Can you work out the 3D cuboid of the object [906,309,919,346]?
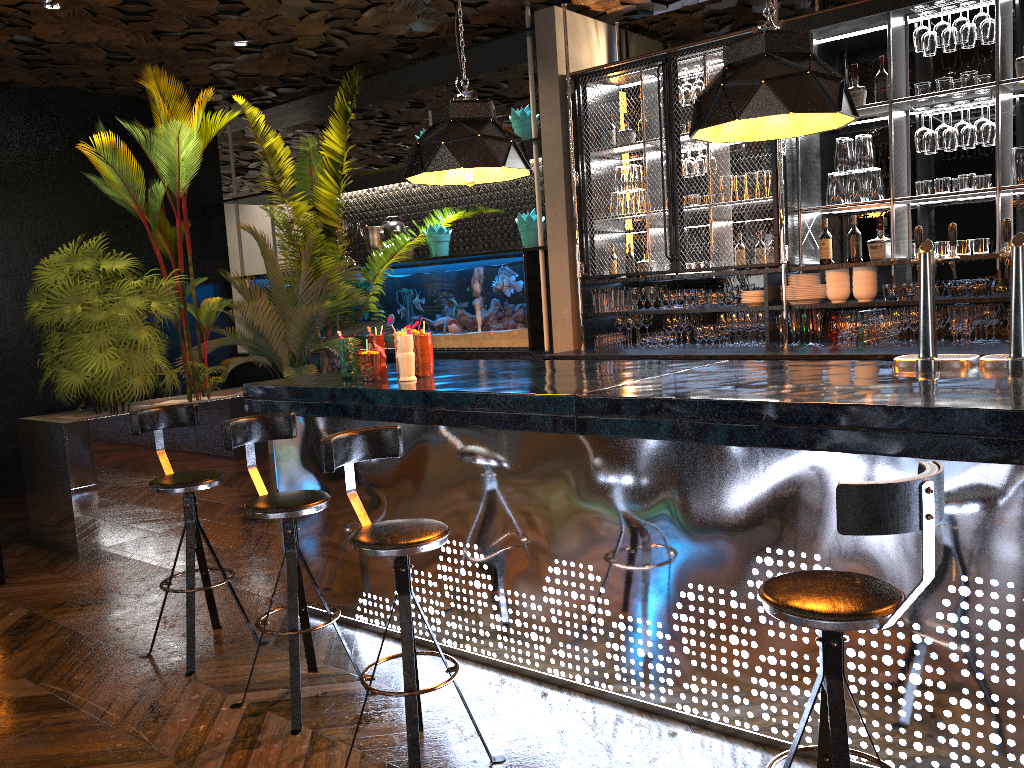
[{"bbox_3d":[2.376,-0.335,5.241,0.084,0.216,0.084,-8,7,-35],"label":"object"}]

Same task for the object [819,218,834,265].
[{"bbox_3d":[2.026,-0.917,5.724,0.086,0.299,0.086,-4,6,-1],"label":"object"}]

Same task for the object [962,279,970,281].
[{"bbox_3d":[2.704,-0.575,5.290,0.093,0.099,0.093,2,8,41],"label":"object"}]

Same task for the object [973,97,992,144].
[{"bbox_3d":[2.648,-1.482,4.995,0.092,0.244,0.092,-4,6,0],"label":"object"}]

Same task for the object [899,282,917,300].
[{"bbox_3d":[2.365,-0.553,5.294,0.100,0.100,0.089,-5,6,-14],"label":"object"}]

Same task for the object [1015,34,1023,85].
[{"bbox_3d":[2.850,-1.806,4.898,0.123,0.279,0.123,0,7,28],"label":"object"}]

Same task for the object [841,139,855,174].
[{"bbox_3d":[2.147,-1.453,5.665,0.105,0.209,0.105,-4,6,-5],"label":"object"}]

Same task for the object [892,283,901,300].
[{"bbox_3d":[2.333,-0.561,5.395,0.100,0.100,0.089,-2,6,12],"label":"object"}]

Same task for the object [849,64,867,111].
[{"bbox_3d":[2.121,-1.828,5.476,0.123,0.279,0.123,0,7,28],"label":"object"}]

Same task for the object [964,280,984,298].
[{"bbox_3d":[2.619,-0.541,5.026,0.093,0.099,0.093,-7,7,-31],"label":"object"}]

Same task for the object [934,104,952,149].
[{"bbox_3d":[2.492,-1.486,5.123,0.092,0.244,0.092,-4,6,0],"label":"object"}]

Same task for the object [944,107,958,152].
[{"bbox_3d":[2.596,-1.506,5.250,0.092,0.244,0.092,-4,6,0],"label":"object"}]

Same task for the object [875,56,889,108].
[{"bbox_3d":[2.250,-1.839,5.390,0.086,0.299,0.086,-4,6,-1],"label":"object"}]

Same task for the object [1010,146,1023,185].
[{"bbox_3d":[2.830,-1.207,4.927,0.105,0.209,0.105,-4,6,-5],"label":"object"}]

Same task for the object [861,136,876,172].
[{"bbox_3d":[2.231,-1.449,5.581,0.105,0.209,0.105,-4,6,-5],"label":"object"}]

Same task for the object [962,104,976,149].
[{"bbox_3d":[2.672,-1.504,5.187,0.092,0.244,0.092,-4,6,0],"label":"object"}]

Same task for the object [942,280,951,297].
[{"bbox_3d":[2.590,-0.570,5.318,0.109,0.100,0.109,-1,7,23],"label":"object"}]

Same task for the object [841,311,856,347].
[{"bbox_3d":[2.083,-0.341,5.490,0.082,0.213,0.082,-6,6,-21],"label":"object"}]

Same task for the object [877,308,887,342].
[{"bbox_3d":[2.336,-0.372,5.626,0.082,0.213,0.082,1,8,39],"label":"object"}]

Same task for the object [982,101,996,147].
[{"bbox_3d":[2.752,-1.502,5.121,0.092,0.244,0.092,-4,6,0],"label":"object"}]

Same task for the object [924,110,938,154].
[{"bbox_3d":[2.511,-1.508,5.320,0.092,0.244,0.092,-4,6,0],"label":"object"}]

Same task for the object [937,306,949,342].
[{"bbox_3d":[2.618,-0.366,5.392,0.084,0.216,0.084,-7,7,-28],"label":"object"}]

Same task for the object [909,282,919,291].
[{"bbox_3d":[2.442,-0.568,5.387,0.100,0.100,0.089,-5,6,-8],"label":"object"}]

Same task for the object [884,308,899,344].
[{"bbox_3d":[2.353,-0.359,5.497,0.082,0.213,0.082,0,7,27],"label":"object"}]

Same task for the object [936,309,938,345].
[{"bbox_3d":[2.447,-0.334,5.184,0.084,0.216,0.084,-4,6,-8],"label":"object"}]

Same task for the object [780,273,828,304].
[{"bbox_3d":[1.896,-0.620,5.747,0.306,0.195,0.300,2,8,41],"label":"object"}]

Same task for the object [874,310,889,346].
[{"bbox_3d":[2.234,-0.337,5.363,0.082,0.213,0.082,-6,6,-20],"label":"object"}]

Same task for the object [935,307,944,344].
[{"bbox_3d":[2.532,-0.350,5.290,0.084,0.216,0.084,-4,6,-8],"label":"object"}]

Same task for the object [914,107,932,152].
[{"bbox_3d":[2.407,-1.488,5.193,0.092,0.244,0.092,-4,6,0],"label":"object"}]

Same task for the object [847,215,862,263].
[{"bbox_3d":[2.154,-0.911,5.579,0.086,0.297,0.086,-5,6,-16],"label":"object"}]

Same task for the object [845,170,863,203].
[{"bbox_3d":[2.142,-1.231,5.559,0.105,0.209,0.105,-4,6,-5],"label":"object"}]

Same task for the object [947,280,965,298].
[{"bbox_3d":[2.570,-0.549,5.126,0.093,0.099,0.093,-8,7,-34],"label":"object"}]

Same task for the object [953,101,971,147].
[{"bbox_3d":[2.568,-1.484,5.061,0.092,0.244,0.092,-4,6,0],"label":"object"}]

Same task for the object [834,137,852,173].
[{"bbox_3d":[2.081,-1.439,5.575,0.105,0.209,0.105,-4,6,-5],"label":"object"}]

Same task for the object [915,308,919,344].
[{"bbox_3d":[2.462,-0.351,5.340,0.084,0.216,0.084,0,7,32],"label":"object"}]

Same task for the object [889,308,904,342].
[{"bbox_3d":[2.411,-0.370,5.563,0.082,0.213,0.082,0,7,30],"label":"object"}]

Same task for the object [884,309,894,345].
[{"bbox_3d":[2.296,-0.348,5.429,0.082,0.213,0.082,-1,6,21],"label":"object"}]

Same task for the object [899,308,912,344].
[{"bbox_3d":[2.394,-0.353,5.401,0.084,0.216,0.084,-8,8,-38],"label":"object"}]

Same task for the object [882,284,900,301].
[{"bbox_3d":[2.267,-0.548,5.303,0.100,0.100,0.089,2,8,44],"label":"object"}]

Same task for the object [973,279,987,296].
[{"bbox_3d":[2.682,-0.554,5.108,0.093,0.099,0.093,-2,6,11],"label":"object"}]

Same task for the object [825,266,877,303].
[{"bbox_3d":[2.113,-0.621,5.525,0.309,0.216,0.149,1,8,37],"label":"object"}]

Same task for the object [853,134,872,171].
[{"bbox_3d":[2.177,-1.438,5.508,0.105,0.209,0.105,-4,6,-5],"label":"object"}]

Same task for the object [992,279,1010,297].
[{"bbox_3d":[2.722,-0.536,4.929,0.095,0.096,0.095,-2,6,13],"label":"object"}]

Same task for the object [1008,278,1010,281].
[{"bbox_3d":[2.864,-0.569,5.159,0.095,0.096,0.095,-8,7,-34],"label":"object"}]

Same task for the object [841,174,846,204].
[{"bbox_3d":[2.115,-1.247,5.731,0.105,0.209,0.105,-4,6,-5],"label":"object"}]

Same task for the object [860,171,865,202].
[{"bbox_3d":[2.205,-1.244,5.648,0.105,0.209,0.105,-4,6,-5],"label":"object"}]

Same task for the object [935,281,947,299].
[{"bbox_3d":[2.490,-0.551,5.197,0.109,0.100,0.109,-1,7,23],"label":"object"}]

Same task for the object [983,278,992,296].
[{"bbox_3d":[2.750,-0.566,5.183,0.093,0.099,0.093,-1,7,27],"label":"object"}]

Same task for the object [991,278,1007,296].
[{"bbox_3d":[2.768,-0.549,5.025,0.095,0.096,0.095,1,8,40],"label":"object"}]

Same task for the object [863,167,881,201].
[{"bbox_3d":[2.224,-1.227,5.477,0.105,0.209,0.105,-4,6,-5],"label":"object"}]

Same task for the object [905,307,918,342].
[{"bbox_3d":[2.476,-0.370,5.507,0.084,0.216,0.084,-5,6,-12],"label":"object"}]

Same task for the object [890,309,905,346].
[{"bbox_3d":[2.305,-0.337,5.302,0.084,0.216,0.084,0,7,28],"label":"object"}]

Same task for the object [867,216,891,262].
[{"bbox_3d":[2.284,-0.899,5.489,0.123,0.279,0.123,-8,8,-36],"label":"object"}]

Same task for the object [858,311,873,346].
[{"bbox_3d":[2.164,-0.339,5.424,0.082,0.213,0.082,-5,6,-17],"label":"object"}]

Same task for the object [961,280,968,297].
[{"bbox_3d":[2.639,-0.562,5.209,0.093,0.099,0.093,-1,7,27],"label":"object"}]
